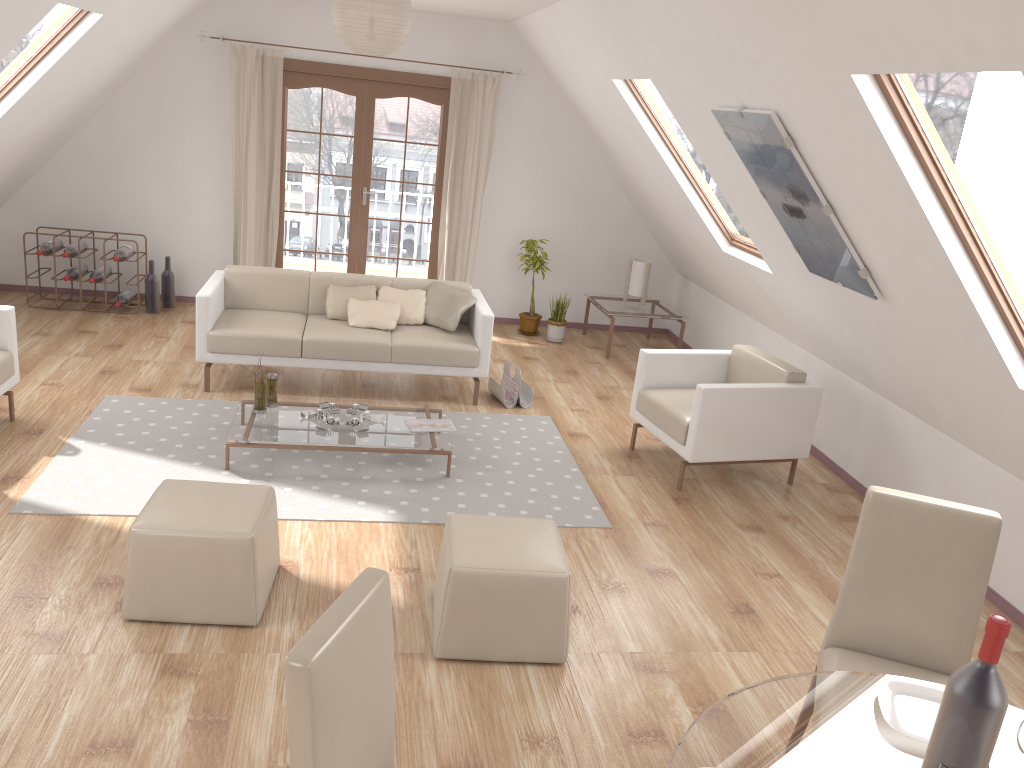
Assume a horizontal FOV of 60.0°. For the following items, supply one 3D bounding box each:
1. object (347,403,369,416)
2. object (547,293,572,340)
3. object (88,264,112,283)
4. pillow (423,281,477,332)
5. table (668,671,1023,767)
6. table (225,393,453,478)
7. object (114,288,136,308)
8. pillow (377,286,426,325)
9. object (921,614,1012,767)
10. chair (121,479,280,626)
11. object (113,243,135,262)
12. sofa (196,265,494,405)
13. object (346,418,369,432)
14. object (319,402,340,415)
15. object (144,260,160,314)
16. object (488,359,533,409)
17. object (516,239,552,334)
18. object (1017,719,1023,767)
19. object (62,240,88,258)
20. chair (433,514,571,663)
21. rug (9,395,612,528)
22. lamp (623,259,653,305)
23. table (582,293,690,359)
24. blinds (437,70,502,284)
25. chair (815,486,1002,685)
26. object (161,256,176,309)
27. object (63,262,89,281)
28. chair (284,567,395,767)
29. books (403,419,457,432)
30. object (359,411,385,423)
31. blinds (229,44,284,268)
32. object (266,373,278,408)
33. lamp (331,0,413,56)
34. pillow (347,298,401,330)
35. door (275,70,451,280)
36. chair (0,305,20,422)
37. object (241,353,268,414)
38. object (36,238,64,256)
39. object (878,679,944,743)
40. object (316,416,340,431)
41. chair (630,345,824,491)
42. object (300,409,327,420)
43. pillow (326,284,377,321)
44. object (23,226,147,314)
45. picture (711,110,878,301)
[{"bbox_3d":[-0.887,0.134,5.110,0.064,0.052,0.143,12,19,18],"label":"object"},{"bbox_3d":[0.415,-0.610,7.817,0.234,0.480,0.209,-10,24,-42],"label":"object"},{"bbox_3d":[-3.370,-0.883,7.227,0.109,0.109,0.435,3,18,-10],"label":"object"},{"bbox_3d":[-0.459,-0.549,6.213,0.424,0.276,0.269,20,22,37],"label":"pillow"},{"bbox_3d":[0.825,1.241,1.680,1.198,0.770,1.198,9,18,9],"label":"table"},{"bbox_3d":[-0.956,0.290,4.996,1.173,0.190,0.730,3,18,-10],"label":"table"},{"bbox_3d":[-3.206,-0.696,7.318,0.109,0.109,0.435,3,18,-10],"label":"object"},{"bbox_3d":[-0.779,-0.548,6.208,0.351,0.225,0.196,5,18,-6],"label":"pillow"},{"bbox_3d":[0.840,0.620,1.632,0.109,0.435,0.109,2,18,-14],"label":"object"},{"bbox_3d":[-1.198,0.636,3.478,0.506,0.394,0.506,5,18,-6],"label":"chair"},{"bbox_3d":[-3.167,-1.053,7.206,0.109,0.109,0.435,3,18,-10],"label":"object"},{"bbox_3d":[-1.127,-0.355,6.108,1.880,0.706,0.820,3,18,-10],"label":"sofa"},{"bbox_3d":[-0.844,0.222,4.850,0.064,0.051,0.143,-8,23,-39],"label":"object"},{"bbox_3d":[-1.045,0.125,5.081,0.064,0.052,0.143,-8,23,-39],"label":"object"},{"bbox_3d":[-2.965,-0.800,7.309,0.115,0.443,0.120,1,18,-16],"label":"object"},{"bbox_3d":[-0.006,-0.011,6.149,0.212,0.267,0.315,-1,19,-23],"label":"object"},{"bbox_3d":[0.169,-0.876,7.952,0.311,0.846,0.307,1,18,-18],"label":"object"},{"bbox_3d":[1.098,0.733,1.793,0.136,0.183,0.136,11,18,15],"label":"object"},{"bbox_3d":[-3.534,-1.073,7.138,0.109,0.109,0.435,3,18,-10],"label":"object"},{"bbox_3d":[-0.040,0.772,3.459,0.506,0.394,0.506,4,18,-7],"label":"chair"},{"bbox_3d":[-0.994,0.396,4.955,2.800,0.007,1.600,3,18,-10],"label":"rug"},{"bbox_3d":[1.132,-0.919,7.933,0.221,0.375,0.180,14,19,22],"label":"lamp"},{"bbox_3d":[1.068,-0.508,7.887,0.730,0.390,0.773,3,18,-12],"label":"table"},{"bbox_3d":[-0.402,-1.610,7.772,0.424,2.129,0.123,1,18,-15],"label":"blinds"},{"bbox_3d":[1.108,0.888,2.515,0.477,0.999,0.618,12,18,16],"label":"chair"},{"bbox_3d":[-2.915,-0.861,7.520,0.115,0.443,0.120,1,18,-16],"label":"object"},{"bbox_3d":[-3.552,-0.897,7.192,0.109,0.109,0.435,3,18,-10],"label":"object"},{"bbox_3d":[-0.119,0.965,1.837,0.618,0.999,0.477,11,18,13],"label":"chair"},{"bbox_3d":[-0.461,0.234,5.024,0.280,0.005,0.192,1,19,-18],"label":"books"},{"bbox_3d":[-0.787,0.182,4.994,0.143,0.052,0.064,3,18,-10],"label":"object"},{"bbox_3d":[-2.174,-1.715,7.482,0.423,2.130,0.120,2,18,-13],"label":"blinds"},{"bbox_3d":[-1.361,0.035,5.025,0.075,0.185,0.075,13,19,20],"label":"object"},{"bbox_3d":[-0.571,-1.621,3.655,0.340,0.497,0.340,16,20,27],"label":"lamp"},{"bbox_3d":[-0.946,-0.472,6.050,0.363,0.170,0.227,5,18,-5],"label":"pillow"},{"bbox_3d":[-1.328,-1.608,7.758,1.546,2.001,0.098,3,18,-10],"label":"door"},{"bbox_3d":[-3.076,-0.064,4.505,0.820,0.706,0.748,4,18,-8],"label":"chair"},{"bbox_3d":[-1.395,-0.015,4.882,0.123,0.359,0.184,17,20,29],"label":"object"},{"bbox_3d":[-3.713,-1.084,7.099,0.110,0.110,0.439,3,18,-10],"label":"object"},{"bbox_3d":[0.932,0.743,1.972,0.228,0.020,0.228,11,18,14],"label":"object"},{"bbox_3d":[-1.002,0.213,4.820,0.064,0.052,0.143,12,19,18],"label":"object"},{"bbox_3d":[1.233,0.171,5.291,0.820,0.706,0.748,0,19,-20],"label":"chair"},{"bbox_3d":[-1.102,0.165,4.936,0.143,0.052,0.064,3,18,-10],"label":"object"},{"bbox_3d":[-1.114,-0.568,6.150,0.351,0.235,0.185,4,18,-7],"label":"pillow"},{"bbox_3d":[-3.463,-0.928,7.242,0.854,0.608,0.417,3,18,-10],"label":"object"},{"bbox_3d":[1.299,-0.842,4.113,0.683,0.738,0.650,3,18,-10],"label":"picture"}]
